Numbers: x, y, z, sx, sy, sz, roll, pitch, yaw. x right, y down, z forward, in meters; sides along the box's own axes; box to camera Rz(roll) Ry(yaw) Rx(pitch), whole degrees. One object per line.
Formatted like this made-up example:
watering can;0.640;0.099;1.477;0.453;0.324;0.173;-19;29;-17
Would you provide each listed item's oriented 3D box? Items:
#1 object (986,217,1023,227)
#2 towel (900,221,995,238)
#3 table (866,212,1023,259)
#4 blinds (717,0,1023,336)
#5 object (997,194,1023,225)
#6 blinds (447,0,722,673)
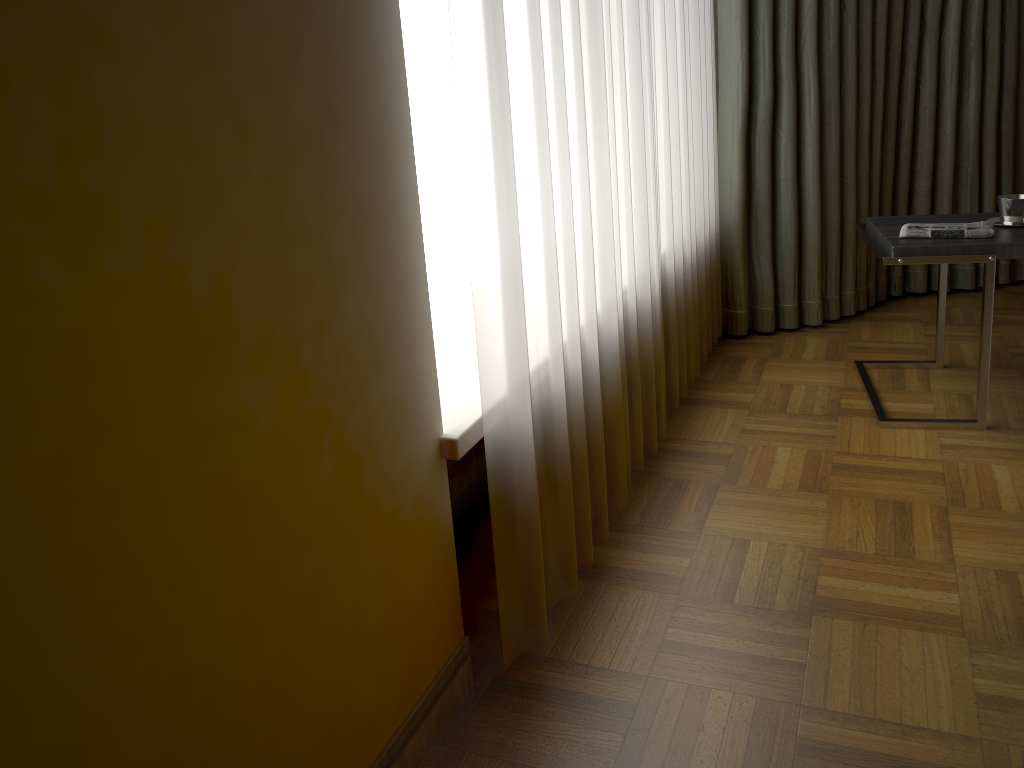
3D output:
object;1.462;-0.470;2.569;0.150;0.009;0.153;6;21;27
towel;1.235;-0.438;2.513;0.241;0.034;0.182;5;21;26
table;1.345;-0.436;2.579;0.517;0.044;0.511;0;19;14
blinds;1.439;-1.495;3.397;1.541;2.399;0.228;-11;16;-21
object;1.462;-0.506;2.566;0.098;0.077;0.113;3;19;24
blinds;0.319;-0.940;2.217;0.092;2.240;2.245;1;18;22
